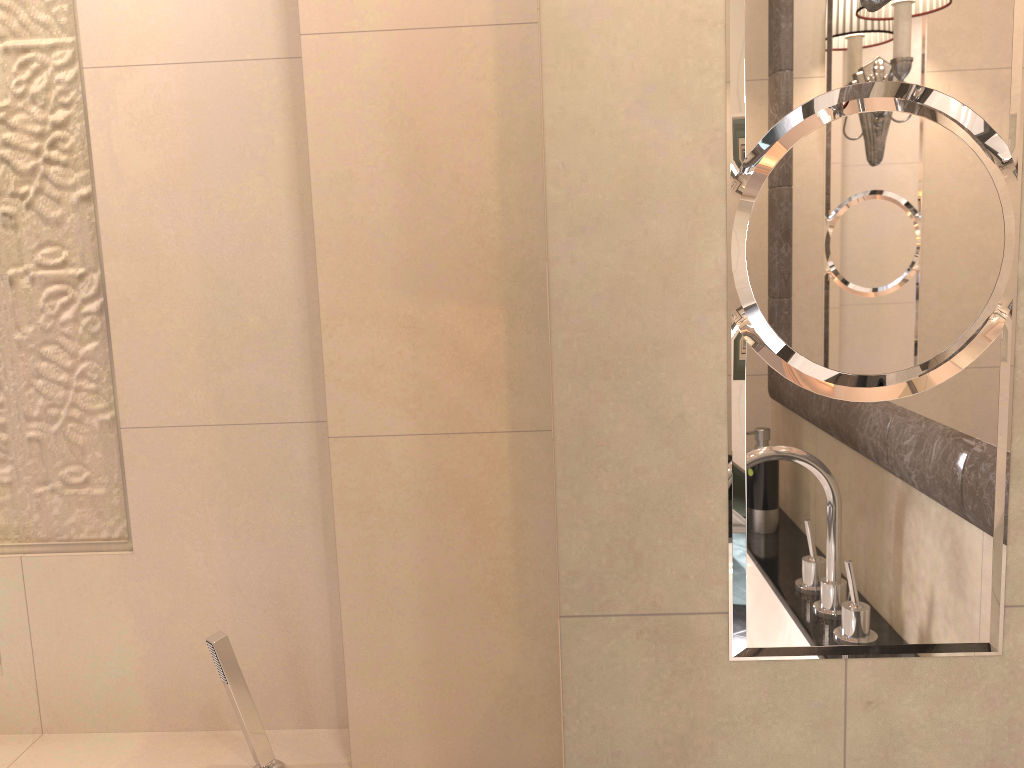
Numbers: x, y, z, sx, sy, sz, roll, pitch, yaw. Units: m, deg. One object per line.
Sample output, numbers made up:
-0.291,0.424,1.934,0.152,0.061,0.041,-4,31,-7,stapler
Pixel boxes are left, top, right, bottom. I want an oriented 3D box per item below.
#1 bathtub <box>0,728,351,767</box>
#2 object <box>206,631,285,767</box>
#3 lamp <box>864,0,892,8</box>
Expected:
-1.244,1.036,1.258,2.662,0.540,1.060,-2,8,2,bathtub
-0.456,0.552,1.529,0.114,0.280,0.059,-10,11,-42,object
0.246,-0.469,0.484,0.174,0.444,0.223,-2,8,2,lamp
